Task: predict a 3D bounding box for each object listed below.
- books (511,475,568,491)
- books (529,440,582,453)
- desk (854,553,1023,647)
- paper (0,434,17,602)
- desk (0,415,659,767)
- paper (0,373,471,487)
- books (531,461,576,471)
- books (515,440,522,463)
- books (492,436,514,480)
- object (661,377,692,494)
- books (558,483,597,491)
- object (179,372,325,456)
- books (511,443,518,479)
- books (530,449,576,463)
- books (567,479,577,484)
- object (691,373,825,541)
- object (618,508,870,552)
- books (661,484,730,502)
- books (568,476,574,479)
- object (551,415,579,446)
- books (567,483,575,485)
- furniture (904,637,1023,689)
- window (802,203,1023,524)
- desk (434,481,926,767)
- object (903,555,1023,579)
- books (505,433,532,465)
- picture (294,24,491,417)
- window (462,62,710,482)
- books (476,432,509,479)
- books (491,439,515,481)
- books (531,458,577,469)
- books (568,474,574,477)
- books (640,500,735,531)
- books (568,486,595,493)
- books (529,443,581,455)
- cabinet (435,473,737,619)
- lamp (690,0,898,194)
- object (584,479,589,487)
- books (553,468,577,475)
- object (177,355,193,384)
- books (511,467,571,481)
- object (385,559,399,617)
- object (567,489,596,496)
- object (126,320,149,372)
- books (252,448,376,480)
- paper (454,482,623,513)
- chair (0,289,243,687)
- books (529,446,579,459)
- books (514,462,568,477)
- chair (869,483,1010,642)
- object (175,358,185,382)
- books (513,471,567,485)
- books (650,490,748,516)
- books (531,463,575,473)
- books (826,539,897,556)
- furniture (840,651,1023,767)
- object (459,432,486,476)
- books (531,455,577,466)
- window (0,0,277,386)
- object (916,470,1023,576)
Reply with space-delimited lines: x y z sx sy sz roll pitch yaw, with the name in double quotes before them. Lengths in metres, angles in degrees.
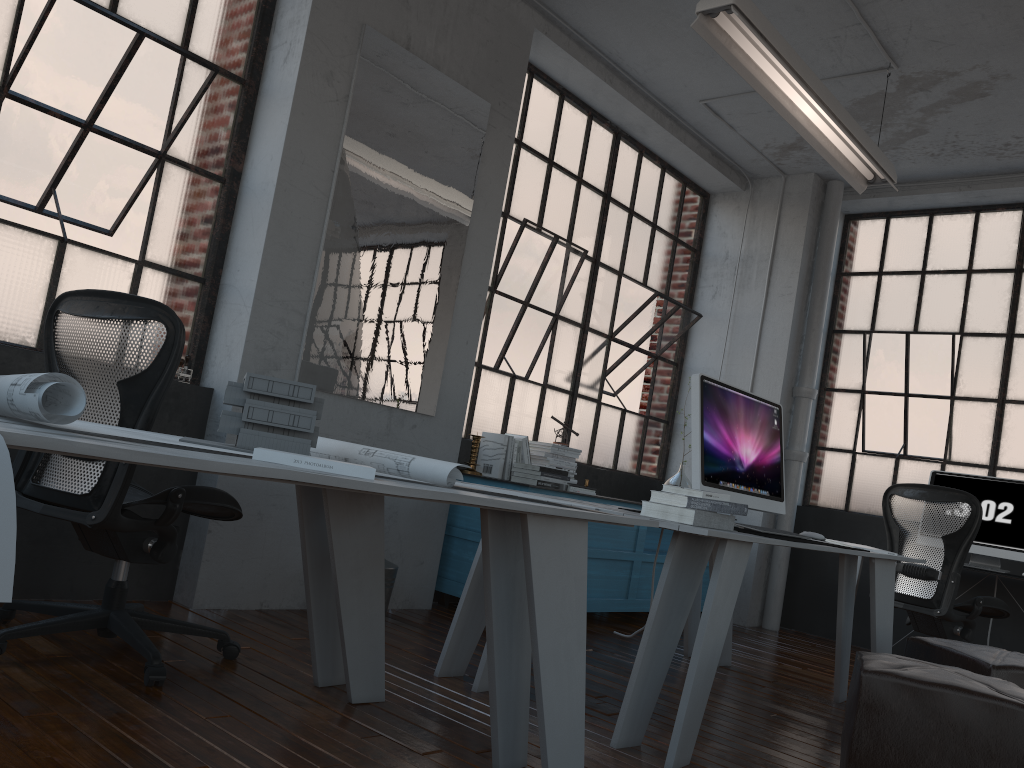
"books" 0.149 0.538 4.808 0.191 0.032 0.259 4 -8 43
"books" 0.255 0.369 5.218 0.182 0.016 0.289 5 -8 41
"desk" 2.709 1.428 5.221 1.225 0.687 0.936 5 -7 42
"paper" -0.835 0.098 0.969 0.434 0.182 0.441 5 -7 41
"desk" -0.735 0.472 1.862 1.063 0.696 2.064 5 -7 42
"paper" -0.739 0.102 2.094 0.974 0.105 1.079 5 -8 42
"books" 0.240 0.480 5.223 0.160 0.012 0.255 5 -8 41
"books" -0.016 0.420 4.936 0.160 0.223 0.065 6 -6 42
"books" -0.075 0.397 4.866 0.172 0.240 0.053 6 -6 42
"object" 1.308 0.421 6.149 0.433 0.938 0.232 8 -5 23
"books" 0.324 0.572 5.014 0.202 0.012 0.252 4 -8 43
"object" -0.575 0.084 2.176 0.416 0.182 0.389 12 -6 -18
"books" -0.047 0.432 4.911 0.160 0.223 0.046 6 -6 42
"books" 0.216 0.422 5.222 0.180 0.028 0.297 5 -8 41
"books" 0.217 0.548 5.216 0.175 0.025 0.332 5 -8 41
"object" 0.969 0.299 3.514 0.376 0.551 0.717 5 -7 43
"object" 0.922 0.577 3.489 0.686 0.008 0.851 4 -8 43
"books" 0.608 0.360 2.926 0.152 0.030 0.185 5 -8 42
"books" 0.228 0.533 5.227 0.160 0.013 0.255 5 -8 41
"object" 0.308 0.281 5.241 0.177 0.161 0.093 9 -5 10
"books" 0.219 0.568 5.206 0.159 0.012 0.286 5 -8 41
"furniture" 1.708 1.172 3.124 0.503 0.459 0.504 11 -5 -10
"window" 3.319 -0.107 5.955 2.587 2.386 0.672 5 -6 42
"desk" 0.760 0.914 3.593 1.073 0.703 2.084 5 -7 42
"object" 2.716 1.085 5.191 0.847 0.008 0.689 4 -8 43
"books" 0.027 0.430 4.993 0.175 0.284 0.170 6 -6 42
"picture" -0.530 -0.724 4.226 0.025 1.647 0.856 6 -6 42
"window" 0.519 -0.598 5.908 0.668 2.386 2.600 6 -6 42
"books" -0.109 0.388 4.843 0.172 0.238 0.032 6 -6 42
"books" -0.059 0.412 4.890 0.152 0.239 0.045 6 -6 42
"books" 0.240 0.466 5.235 0.167 0.017 0.264 5 -8 41
"books" 0.209 0.515 5.225 0.182 0.016 0.289 5 -8 41
"books" 0.578 0.433 2.914 0.200 0.050 0.272 5 -8 41
"books" 0.326 0.585 5.006 0.187 0.014 0.249 5 -8 40
"books" 0.248 0.385 5.229 0.182 0.016 0.289 5 -8 41
"cabinet" 0.520 1.054 5.419 0.626 0.731 2.271 5 -7 42
"lamp" 1.372 -1.291 4.036 0.202 0.205 1.884 5 -7 41
"object" 0.445 0.617 5.323 0.089 0.084 0.088 15 -7 -44
"books" 0.244 0.507 5.228 0.160 0.013 0.257 5 -8 41
"object" -1.352 -0.063 3.676 0.058 0.116 0.032 13 -5 -34
"books" 0.156 0.489 4.813 0.211 0.023 0.259 5 -8 41
"object" -0.678 0.905 4.045 0.293 0.307 0.293 12 -5 -20
"object" 0.327 0.599 5.008 0.187 0.014 0.254 5 -8 41
"object" -1.493 -0.171 3.576 0.085 0.259 0.085 9 -4 5
"books" -0.404 0.162 1.816 0.235 0.024 0.200 11 -6 -12
"paper" -0.019 0.288 2.370 0.430 0.001 0.484 14 -7 -37
"chair" -1.215 0.294 2.815 0.770 1.083 0.795 9 -5 11
"books" 0.245 0.404 5.229 0.174 0.021 0.274 5 -8 41
"books" 0.157 0.463 4.806 0.190 0.028 0.240 4 -8 43
"chair" 2.320 1.117 4.834 0.769 1.083 0.795 5 -7 45
"object" -1.400 -0.058 3.734 0.058 0.101 0.032 11 -5 -13
"books" 0.154 0.510 4.799 0.191 0.023 0.243 5 -8 39
"books" 0.612 0.391 2.912 0.258 0.044 0.193 13 -7 -28
"books" 0.226 0.490 5.218 0.159 0.012 0.286 5 -8 41
"books" 1.532 0.718 3.899 0.205 0.019 0.244 11 -6 -8
"furniture" 1.203 1.034 2.539 0.479 0.438 0.481 8 -5 20
"object" -0.206 0.375 4.815 0.132 0.236 0.132 9 -5 8
"books" 0.227 0.448 5.239 0.182 0.016 0.289 5 -8 41
"window" -2.000 -1.338 2.995 0.668 2.386 2.600 6 -6 42
"object" 2.768 0.807 5.213 0.713 0.551 0.378 5 -7 43
